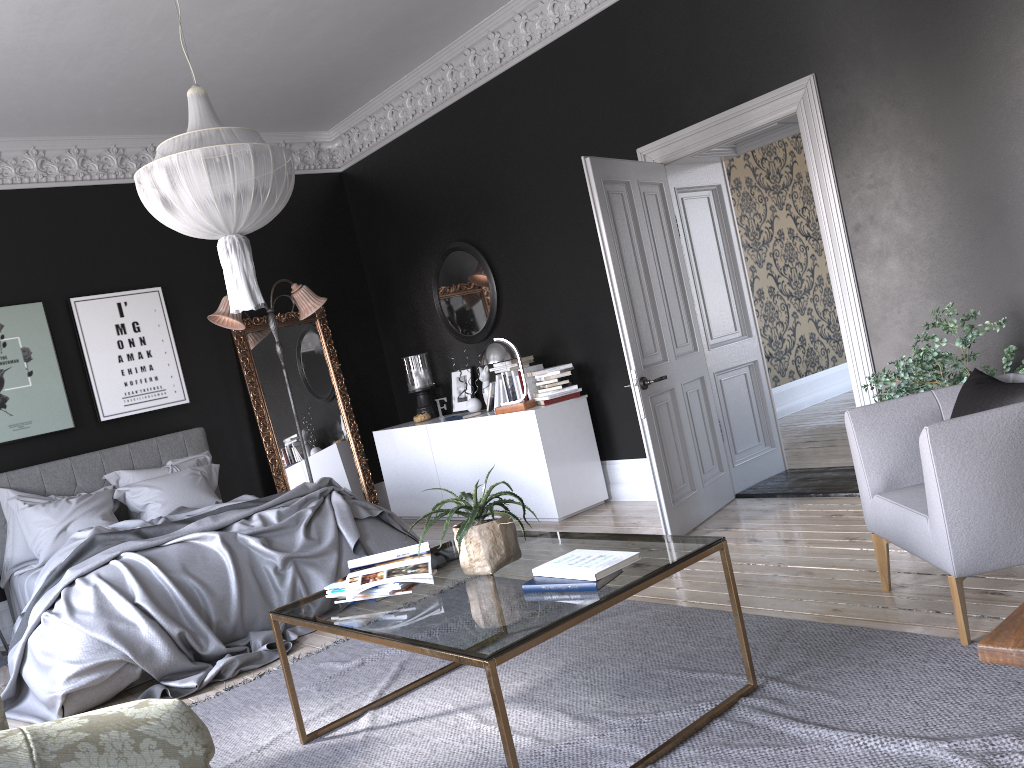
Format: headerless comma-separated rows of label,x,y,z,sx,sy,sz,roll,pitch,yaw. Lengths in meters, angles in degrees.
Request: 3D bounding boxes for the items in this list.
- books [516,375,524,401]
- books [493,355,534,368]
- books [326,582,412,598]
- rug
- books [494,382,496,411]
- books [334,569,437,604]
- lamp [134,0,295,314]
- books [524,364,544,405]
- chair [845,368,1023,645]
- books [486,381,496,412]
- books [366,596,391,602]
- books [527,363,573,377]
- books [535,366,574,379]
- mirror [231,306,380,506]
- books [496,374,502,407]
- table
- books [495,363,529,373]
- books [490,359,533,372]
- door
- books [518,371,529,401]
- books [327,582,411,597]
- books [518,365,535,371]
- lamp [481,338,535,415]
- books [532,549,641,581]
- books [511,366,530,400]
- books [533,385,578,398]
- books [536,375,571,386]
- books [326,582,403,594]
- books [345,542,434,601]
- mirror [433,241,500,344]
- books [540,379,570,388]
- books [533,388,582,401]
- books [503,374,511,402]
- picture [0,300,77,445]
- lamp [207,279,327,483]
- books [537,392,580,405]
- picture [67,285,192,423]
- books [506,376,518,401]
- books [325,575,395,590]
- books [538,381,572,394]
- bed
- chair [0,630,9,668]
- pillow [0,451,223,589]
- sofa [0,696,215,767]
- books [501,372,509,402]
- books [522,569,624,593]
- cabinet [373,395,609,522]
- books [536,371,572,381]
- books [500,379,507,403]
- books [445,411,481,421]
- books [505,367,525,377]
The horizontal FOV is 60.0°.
books,0.140,0.041,7.254,0.195,0.259,0.026,-15,4,-39
books,0.011,-0.187,7.372,0.220,0.030,0.307,-14,3,-29
books,-0.511,0.764,3.391,0.319,0.011,0.252,-11,3,32
rug,0.091,1.226,3.484,2.100,0.050,3.650,-15,3,-39
books,-0.069,0.085,7.515,0.195,0.245,0.132,-15,4,-39
books,-0.474,0.768,3.364,0.319,0.011,0.252,-12,2,17
lamp,-1.569,-1.368,4.481,0.782,2.051,0.782,-13,3,4
books,0.200,0.006,7.169,0.219,0.308,0.050,-15,4,-39
chair,1.860,0.406,3.429,0.770,0.864,0.818,-13,3,1
books,-0.118,0.094,7.528,0.202,0.246,0.159,-15,4,-39
books,-0.516,0.793,3.413,0.162,0.023,0.232,-15,3,-39
books,0.295,-0.110,6.983,0.306,0.030,0.221,-14,2,-19
books,0.335,-0.093,7.004,0.220,0.024,0.306,-12,3,26
mirror,-1.946,0.375,8.510,0.989,2.194,0.255,-15,4,-39
books,-0.046,0.054,7.475,0.219,0.296,0.127,-15,4,-39
table,-0.051,0.991,3.337,1.090,0.559,1.451,-15,3,-39
books,0.000,-0.130,7.363,0.195,0.026,0.259,-14,3,-29
books,-0.002,-0.154,7.355,0.308,0.024,0.219,-11,3,41
door,1.005,-0.276,5.714,0.216,2.377,1.095,-10,4,38
books,0.177,0.016,7.204,0.235,0.296,0.038,-15,4,-39
books,-0.502,0.751,3.379,0.319,0.011,0.252,-12,2,22
books,0.173,0.010,7.246,0.220,0.307,0.030,-15,4,-39
lamp,-0.056,-0.074,6.976,0.341,0.591,0.327,-11,4,31
books,0.249,0.608,2.993,0.219,0.024,0.308,-15,3,-39
books,0.116,0.021,7.273,0.219,0.307,0.024,-15,4,-39
books,0.340,0.057,6.995,0.318,0.031,0.229,-13,2,-9
books,0.327,-0.032,6.993,0.193,0.030,0.289,-12,3,25
books,-0.510,0.742,3.397,0.319,0.011,0.252,-12,2,22
books,-0.463,0.709,3.347,0.322,0.109,0.273,-13,2,-4
mirror,-0.435,-0.814,7.982,0.061,0.925,0.925,-16,4,-39
books,0.334,-0.003,7.010,0.193,0.030,0.289,-13,2,-8
books,0.357,0.083,6.971,0.318,0.025,0.229,-14,3,-29
books,0.034,0.045,7.341,0.192,0.290,0.030,-15,4,-39
picture,-3.996,-0.083,7.012,0.789,1.080,0.014,-15,4,-39
lamp,-1.918,0.277,7.856,0.986,2.414,0.772,-13,3,-6
books,0.361,0.115,6.963,0.294,0.038,0.234,-13,2,-12
picture,-3.270,-0.273,7.623,0.789,1.080,0.014,-15,4,-39
books,0.058,0.054,7.290,0.204,0.270,0.029,-15,4,-39
books,-0.517,0.732,3.404,0.319,0.011,0.252,-12,3,27
books,0.339,0.027,7.002,0.203,0.029,0.268,-12,2,21
bed,-2.412,1.037,6.144,3.289,1.300,2.758,-11,3,39
chair,-3.904,1.698,6.196,0.613,0.673,0.612,-13,3,5
pillow,-3.105,0.967,7.031,1.825,0.760,0.681,-15,4,-39
sofa,-1.824,1.171,2.033,1.602,1.162,2.817,-15,3,-38
books,0.032,0.034,7.420,0.220,0.307,0.030,-15,4,-39
books,0.204,0.648,2.956,0.290,0.030,0.192,-11,3,35
cabinet,-0.273,0.699,7.753,0.569,0.883,2.400,-15,3,-39
books,0.328,-0.063,6.991,0.220,0.030,0.306,-13,2,-9
books,-0.020,0.070,7.452,0.195,0.256,0.091,-15,4,-39
books,-0.413,0.273,7.505,0.192,0.030,0.290,-14,3,-34
books,0.067,0.030,7.334,0.219,0.307,0.024,-15,4,-39
